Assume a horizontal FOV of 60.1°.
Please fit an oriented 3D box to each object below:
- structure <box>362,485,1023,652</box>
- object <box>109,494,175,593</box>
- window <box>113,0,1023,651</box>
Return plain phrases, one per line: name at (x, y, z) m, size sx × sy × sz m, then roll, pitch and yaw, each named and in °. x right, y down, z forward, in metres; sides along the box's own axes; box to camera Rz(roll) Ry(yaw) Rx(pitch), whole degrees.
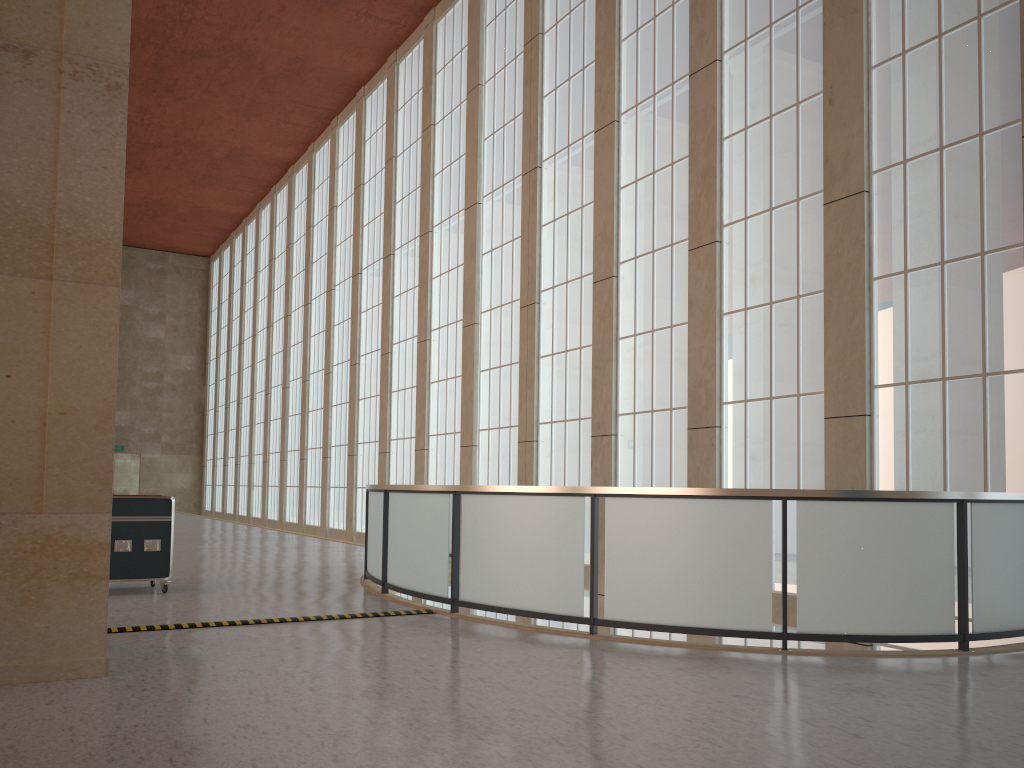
structure at (0.861, 2.549, 14.133) m, size 5.258 × 1.788 × 13.110 m, roll 6°, pitch -9°, yaw -40°
object at (-6.098, 2.561, 14.256) m, size 1.057 × 1.536 × 1.276 m, roll 3°, pitch -5°, yaw -29°
window at (-28.161, 6.887, 73.008) m, size 0.010 × 28.531 × 165.449 m, roll 3°, pitch -7°, yaw -29°
